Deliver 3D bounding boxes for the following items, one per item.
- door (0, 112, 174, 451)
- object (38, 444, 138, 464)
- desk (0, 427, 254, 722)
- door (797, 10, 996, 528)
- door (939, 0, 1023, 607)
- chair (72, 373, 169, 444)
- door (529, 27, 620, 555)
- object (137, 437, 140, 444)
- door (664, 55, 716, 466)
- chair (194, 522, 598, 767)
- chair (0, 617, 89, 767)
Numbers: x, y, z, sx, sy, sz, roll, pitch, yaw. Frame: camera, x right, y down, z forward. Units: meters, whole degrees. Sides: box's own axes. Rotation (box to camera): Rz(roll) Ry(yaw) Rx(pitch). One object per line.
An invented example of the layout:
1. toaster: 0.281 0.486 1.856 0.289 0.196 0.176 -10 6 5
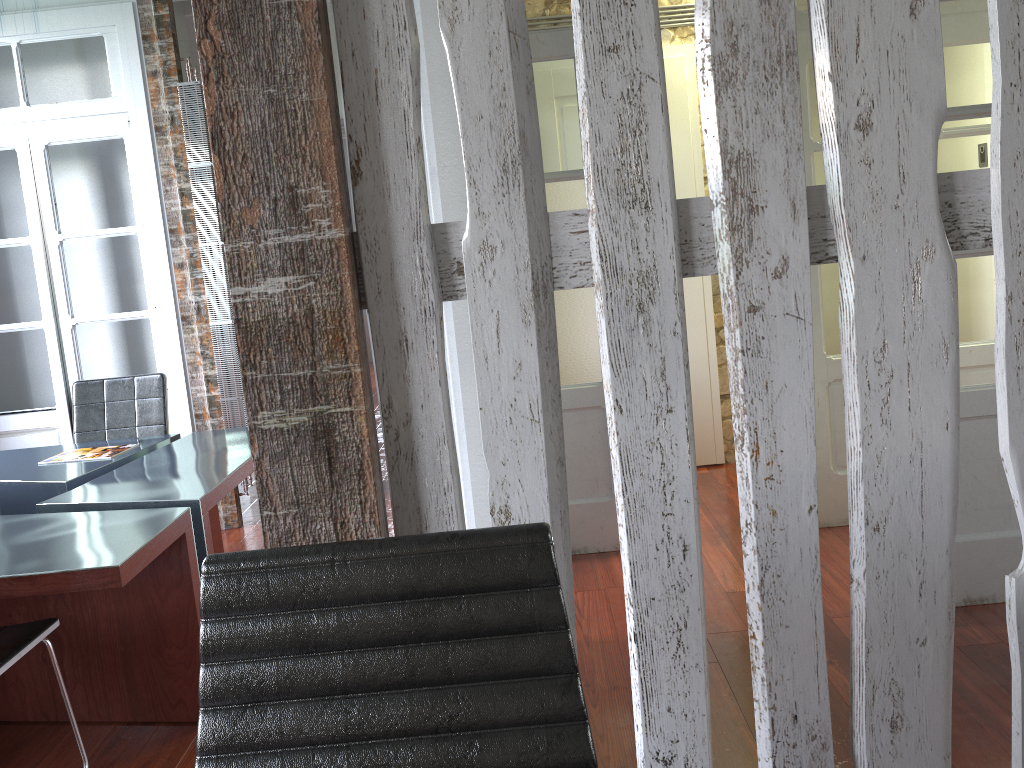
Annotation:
1. door: -2.326 -0.243 4.568 1.160 2.168 0.041 -6 6 1
2. object: -1.727 0.288 3.621 0.307 0.012 0.225 -5 9 6
3. desk: -1.654 0.699 3.085 1.445 0.650 1.725 -6 9 1
4. door: 1.713 -0.457 3.706 1.076 2.073 0.041 -6 6 1
5. door: 1.722 -0.319 2.857 1.076 2.073 0.041 -6 6 1
6. chair: -1.739 0.464 3.793 0.475 0.914 0.605 -6 7 1
7. door: -0.044 -0.396 4.107 0.483 2.169 1.191 -9 7 -24
8. object: -1.595 0.243 3.781 0.011 0.011 0.150 -9 10 -23
9. door: 0.604 -0.609 4.819 0.868 2.205 0.146 -6 6 1
10. chair: -0.132 0.735 0.829 0.665 1.017 0.703 -6 7 -5
11. chair: -1.445 0.707 2.127 0.475 0.914 0.605 -6 7 1
